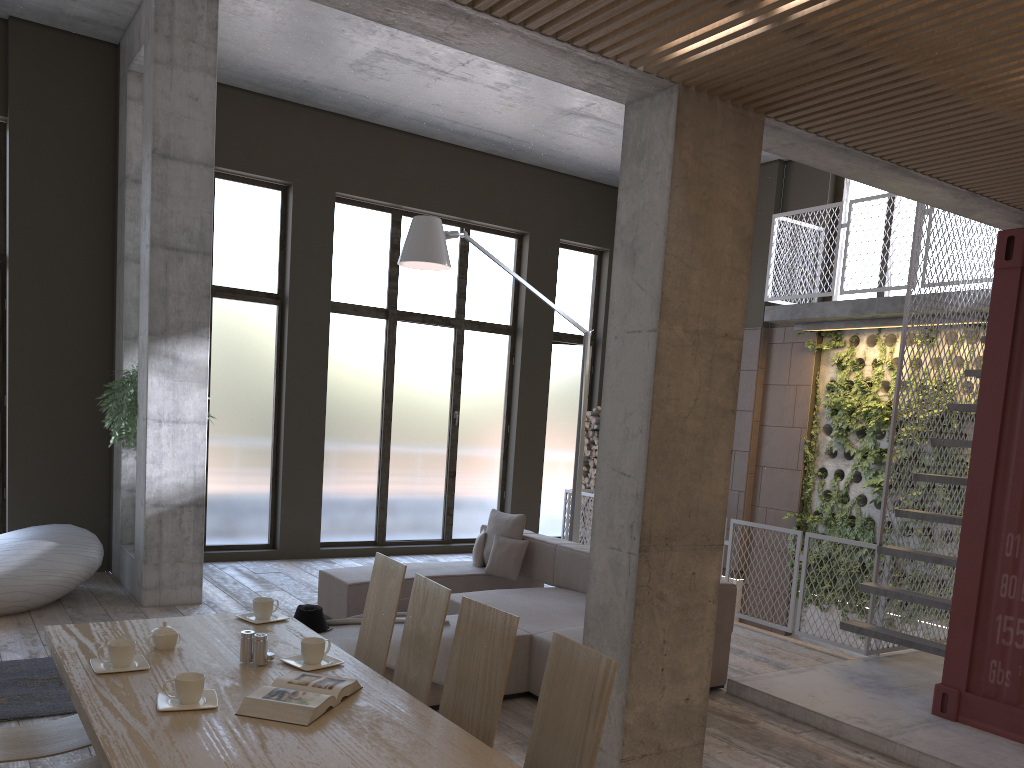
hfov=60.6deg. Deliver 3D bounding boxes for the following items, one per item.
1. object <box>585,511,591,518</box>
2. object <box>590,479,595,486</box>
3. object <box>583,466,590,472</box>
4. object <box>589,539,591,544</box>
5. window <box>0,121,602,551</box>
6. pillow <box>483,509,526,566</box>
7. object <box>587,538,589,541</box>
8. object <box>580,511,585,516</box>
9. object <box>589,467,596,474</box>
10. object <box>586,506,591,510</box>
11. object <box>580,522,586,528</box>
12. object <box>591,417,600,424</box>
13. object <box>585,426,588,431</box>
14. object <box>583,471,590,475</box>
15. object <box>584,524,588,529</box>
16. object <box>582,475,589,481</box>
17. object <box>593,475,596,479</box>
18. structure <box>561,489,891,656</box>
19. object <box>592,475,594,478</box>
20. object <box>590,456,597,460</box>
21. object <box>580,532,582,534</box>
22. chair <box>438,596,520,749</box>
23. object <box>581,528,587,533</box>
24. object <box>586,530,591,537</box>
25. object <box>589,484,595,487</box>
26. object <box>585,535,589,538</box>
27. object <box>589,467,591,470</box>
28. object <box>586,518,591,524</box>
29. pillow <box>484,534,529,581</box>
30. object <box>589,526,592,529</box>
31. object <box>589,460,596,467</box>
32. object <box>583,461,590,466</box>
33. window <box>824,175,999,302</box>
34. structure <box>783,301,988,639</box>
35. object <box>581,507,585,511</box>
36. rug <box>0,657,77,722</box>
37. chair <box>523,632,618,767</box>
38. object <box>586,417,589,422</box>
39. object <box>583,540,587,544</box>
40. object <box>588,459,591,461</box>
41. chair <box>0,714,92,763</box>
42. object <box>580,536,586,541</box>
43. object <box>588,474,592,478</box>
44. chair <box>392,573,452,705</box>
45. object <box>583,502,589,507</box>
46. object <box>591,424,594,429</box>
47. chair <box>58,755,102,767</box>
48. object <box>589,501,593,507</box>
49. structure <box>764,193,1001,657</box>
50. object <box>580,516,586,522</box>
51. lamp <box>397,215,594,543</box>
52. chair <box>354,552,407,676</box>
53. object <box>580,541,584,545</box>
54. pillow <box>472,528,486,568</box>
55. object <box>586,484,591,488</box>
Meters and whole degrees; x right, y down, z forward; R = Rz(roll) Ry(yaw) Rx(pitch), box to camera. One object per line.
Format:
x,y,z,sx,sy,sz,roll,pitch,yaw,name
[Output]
1.177,1.838,12.419,0.294,0.108,0.097,5,2,-34,object
1.235,1.375,12.256,0.293,0.104,0.100,5,2,-35,object
1.207,1.220,12.527,0.436,0.080,0.113,5,0,-33,object
1.251,2.205,12.370,0.364,0.127,0.063,5,4,-32,object
-2.662,-0.142,10.117,9.226,4.223,0.206,4,5,-35,window
-0.095,1.433,8.017,0.221,0.563,0.557,1,4,-32,pillow
1.239,2.216,12.447,0.426,0.086,0.066,5,2,-36,object
1.104,1.864,12.618,0.456,0.090,0.090,5,1,-32,object
1.293,1.224,12.371,0.438,0.094,0.091,5,1,-33,object
1.204,1.764,12.432,0.333,0.057,0.088,5,0,-33,object
1.170,2.012,12.549,0.480,0.085,0.092,5,1,-33,object
1.308,0.525,12.257,0.438,0.094,0.092,5,1,-34,object
1.179,0.637,12.432,0.456,0.090,0.090,5,1,-34,object
1.100,1.268,12.491,0.423,0.073,0.070,5,1,-33,object
1.213,2.023,12.489,0.423,0.068,0.066,5,1,-33,object
1.185,1.347,12.553,0.456,0.090,0.090,5,1,-33,object
1.244,1.300,12.240,0.251,0.048,0.062,5,0,-35,object
2.638,1.858,9.567,1.931,0.943,4.387,4,-1,-34,structure
1.306,1.302,12.340,0.423,0.068,0.066,5,1,-33,object
1.253,1.045,12.350,0.333,0.057,0.088,5,0,-33,object
1.108,2.118,12.581,0.333,0.057,0.088,5,0,-34,object
-0.406,1.370,3.004,0.722,1.209,0.344,1,7,-36,chair
1.180,2.090,12.508,0.456,0.090,0.090,5,1,-35,object
1.187,2.095,12.338,0.293,0.104,0.100,5,2,-35,object
1.262,1.428,12.380,0.364,0.068,0.121,5,-1,-33,object
1.214,2.148,12.462,0.364,0.068,0.121,5,-1,-33,object
1.273,1.210,12.448,0.363,0.088,0.100,5,1,-33,object
1.244,1.944,12.453,0.438,0.094,0.091,5,1,-33,object
-0.046,1.531,7.758,0.374,0.377,0.168,5,5,29,pillow
1.195,2.020,12.322,0.251,0.048,0.062,5,0,-35,object
1.225,1.118,12.337,0.294,0.108,0.097,5,2,-34,object
1.152,1.144,12.536,0.456,0.090,0.090,5,1,-32,object
4.726,-1.637,8.751,0.110,1.766,3.533,0,2,-34,window
4.019,0.951,9.353,1.006,3.867,2.595,0,5,-34,structure
1.126,1.782,12.537,0.480,0.085,0.092,5,1,-34,object
-2.571,1.895,5.690,2.924,0.049,1.151,5,-2,-34,rug
-0.133,1.374,2.584,0.723,1.209,0.343,2,6,-28,chair
1.197,0.510,12.395,0.436,0.081,0.112,5,0,-34,object
1.183,2.284,12.597,0.363,0.088,0.100,5,1,-34,object
1.238,1.086,12.419,0.360,0.075,0.063,5,2,-32,object
-1.798,1.284,3.281,0.723,1.209,0.344,1,6,-33,chair
1.074,2.192,12.577,0.294,0.108,0.097,5,2,-33,object
1.262,1.304,12.407,0.423,0.068,0.066,5,1,-33,object
-0.672,1.366,3.430,0.723,1.209,0.343,2,6,-29,chair
1.188,1.711,12.487,0.436,0.080,0.113,5,0,-34,object
1.286,0.605,12.303,0.423,0.067,0.066,5,1,-34,object
-1.559,1.285,2.837,0.722,1.209,0.344,1,7,-38,chair
1.303,1.691,12.347,0.480,0.085,0.092,5,1,-33,object
3.453,0.297,8.180,3.041,4.366,3.641,1,4,-34,structure
1.159,1.940,12.609,0.436,0.080,0.113,5,0,-33,object
0.055,0.445,8.081,0.746,3.466,2.628,10,7,44,lamp
-0.899,1.366,3.882,0.723,1.209,0.344,1,6,-30,chair
1.117,2.297,12.648,0.438,0.094,0.091,5,1,-34,object
-0.293,1.557,8.257,0.151,0.381,0.365,4,2,-1,pillow
1.209,1.441,12.467,0.360,0.075,0.063,5,2,-35,object
